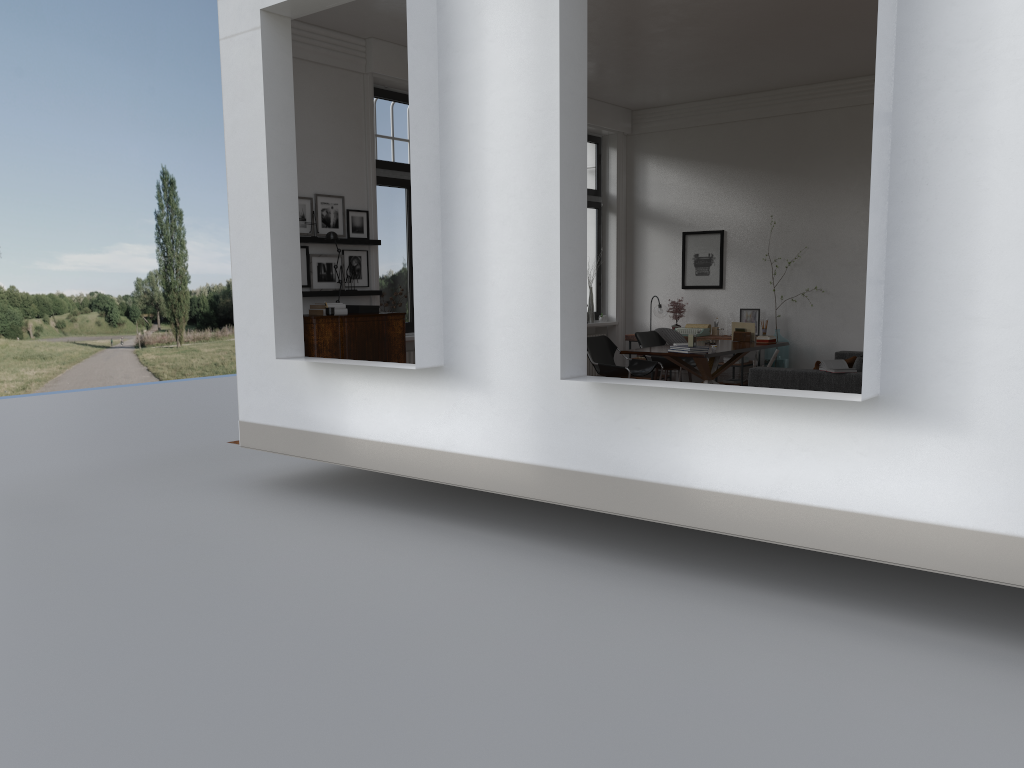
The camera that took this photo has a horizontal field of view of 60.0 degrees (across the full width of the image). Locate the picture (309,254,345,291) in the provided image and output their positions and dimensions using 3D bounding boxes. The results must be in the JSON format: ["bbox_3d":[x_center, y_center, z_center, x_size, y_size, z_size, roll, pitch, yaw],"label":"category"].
[{"bbox_3d":[-1.872,-1.127,8.979,0.020,0.366,0.433,6,9,38],"label":"picture"}]

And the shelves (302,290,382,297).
[{"bbox_3d":[-1.906,-0.901,8.855,0.155,0.055,1.512,5,8,39],"label":"shelves"}]

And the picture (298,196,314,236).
[{"bbox_3d":[-2.104,-1.639,8.627,0.020,0.368,0.415,6,9,38],"label":"picture"}]

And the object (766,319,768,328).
[{"bbox_3d":[3.076,-0.696,10.717,0.008,0.193,0.049,-5,9,-27],"label":"object"}]

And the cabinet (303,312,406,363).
[{"bbox_3d":[-1.638,-0.085,8.816,0.639,1.221,1.264,5,9,38],"label":"cabinet"}]

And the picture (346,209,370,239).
[{"bbox_3d":[-1.606,-1.660,9.248,0.020,0.304,0.289,6,9,38],"label":"picture"}]

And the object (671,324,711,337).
[{"bbox_3d":[2.456,-0.753,12.330,0.534,0.149,0.483,4,8,37],"label":"object"}]

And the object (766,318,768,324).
[{"bbox_3d":[3.084,-0.701,10.753,0.044,0.194,0.008,-3,8,-21],"label":"object"}]

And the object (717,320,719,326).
[{"bbox_3d":[2.859,-0.788,12.368,0.054,0.207,0.008,2,8,22],"label":"object"}]

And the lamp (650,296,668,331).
[{"bbox_3d":[2.072,-0.996,12.769,0.207,0.551,0.441,-5,8,-28],"label":"lamp"}]

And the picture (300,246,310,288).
[{"bbox_3d":[-2.131,-1.144,8.652,0.020,0.407,0.373,6,9,38],"label":"picture"}]

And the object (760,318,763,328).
[{"bbox_3d":[3.031,-0.698,10.743,0.049,0.193,0.008,0,8,8],"label":"object"}]

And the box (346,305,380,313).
[{"bbox_3d":[-1.527,-0.768,9.081,0.208,0.087,0.281,5,8,39],"label":"box"}]

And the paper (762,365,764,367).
[{"bbox_3d":[3.283,-0.054,11.736,0.126,0.389,0.026,-5,9,-29],"label":"paper"}]

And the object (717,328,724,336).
[{"bbox_3d":[2.862,-0.711,12.169,0.093,0.102,0.093,4,8,30],"label":"object"}]

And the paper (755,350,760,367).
[{"bbox_3d":[3.218,-0.171,11.748,0.047,0.628,0.293,4,9,31],"label":"paper"}]

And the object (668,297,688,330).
[{"bbox_3d":[2.357,-0.984,12.719,0.290,0.530,0.307,-1,7,-6],"label":"object"}]

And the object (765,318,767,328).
[{"bbox_3d":[3.076,-0.702,10.761,0.038,0.195,0.008,-4,8,-25],"label":"object"}]

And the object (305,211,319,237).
[{"bbox_3d":[-1.968,-1.570,8.712,0.040,0.261,0.174,5,9,38],"label":"object"}]

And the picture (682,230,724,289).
[{"bbox_3d":[2.716,-1.767,12.637,0.633,0.818,0.050,5,10,38],"label":"picture"}]

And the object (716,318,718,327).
[{"bbox_3d":[2.858,-0.806,12.379,0.023,0.240,0.028,5,9,36],"label":"object"}]

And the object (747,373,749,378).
[{"bbox_3d":[3.227,0.015,11.664,0.261,0.305,0.260,0,7,3],"label":"object"}]

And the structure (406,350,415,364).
[{"bbox_3d":[-1.113,-0.013,10.465,0.225,0.780,1.451,5,9,38],"label":"structure"}]

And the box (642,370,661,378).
[{"bbox_3d":[1.957,-0.149,12.794,0.296,0.083,0.317,5,8,39],"label":"box"}]

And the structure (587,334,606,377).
[{"bbox_3d":[0.935,-0.317,12.992,0.225,0.780,1.451,5,9,38],"label":"structure"}]

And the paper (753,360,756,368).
[{"bbox_3d":[3.176,-0.078,11.585,0.073,0.480,0.033,-3,8,-14],"label":"paper"}]

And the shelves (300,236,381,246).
[{"bbox_3d":[-1.910,-1.421,8.785,0.158,0.055,1.512,5,8,39],"label":"shelves"}]

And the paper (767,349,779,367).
[{"bbox_3d":[3.312,-0.153,11.570,0.330,0.611,0.047,2,8,19],"label":"paper"}]

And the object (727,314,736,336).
[{"bbox_3d":[3.024,-0.819,12.219,0.111,0.303,0.111,-3,8,-15],"label":"object"}]

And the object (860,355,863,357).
[{"bbox_3d":[3.611,-0.118,8.522,0.399,0.388,0.751,5,9,39],"label":"object"}]

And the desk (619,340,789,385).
[{"bbox_3d":[2.264,-0.061,10.220,1.029,0.753,2.222,5,9,39],"label":"desk"}]

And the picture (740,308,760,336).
[{"bbox_3d":[3.248,-0.845,12.115,0.282,0.370,0.022,5,10,38],"label":"picture"}]

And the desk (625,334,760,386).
[{"bbox_3d":[2.522,-0.301,12.410,1.796,0.760,0.646,5,9,38],"label":"desk"}]

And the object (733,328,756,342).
[{"bbox_3d":[2.865,-0.610,10.929,0.228,0.167,0.149,5,9,38],"label":"object"}]

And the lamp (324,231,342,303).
[{"bbox_3d":[-1.735,-1.090,8.761,0.174,0.805,0.489,0,7,3],"label":"lamp"}]

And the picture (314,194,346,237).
[{"bbox_3d":[-1.835,-1.699,8.956,0.020,0.410,0.369,6,9,38],"label":"picture"}]

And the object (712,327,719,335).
[{"bbox_3d":[2.838,-0.738,12.367,0.075,0.114,0.058,5,9,38],"label":"object"}]

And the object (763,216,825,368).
[{"bbox_3d":[3.694,-1.193,11.675,0.807,2.064,0.353,2,8,20],"label":"object"}]

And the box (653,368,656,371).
[{"bbox_3d":[1.954,-0.225,12.786,0.237,0.066,0.256,5,8,39],"label":"box"}]

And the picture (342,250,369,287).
[{"bbox_3d":[-1.633,-1.206,9.273,0.020,0.385,0.342,6,9,38],"label":"picture"}]
